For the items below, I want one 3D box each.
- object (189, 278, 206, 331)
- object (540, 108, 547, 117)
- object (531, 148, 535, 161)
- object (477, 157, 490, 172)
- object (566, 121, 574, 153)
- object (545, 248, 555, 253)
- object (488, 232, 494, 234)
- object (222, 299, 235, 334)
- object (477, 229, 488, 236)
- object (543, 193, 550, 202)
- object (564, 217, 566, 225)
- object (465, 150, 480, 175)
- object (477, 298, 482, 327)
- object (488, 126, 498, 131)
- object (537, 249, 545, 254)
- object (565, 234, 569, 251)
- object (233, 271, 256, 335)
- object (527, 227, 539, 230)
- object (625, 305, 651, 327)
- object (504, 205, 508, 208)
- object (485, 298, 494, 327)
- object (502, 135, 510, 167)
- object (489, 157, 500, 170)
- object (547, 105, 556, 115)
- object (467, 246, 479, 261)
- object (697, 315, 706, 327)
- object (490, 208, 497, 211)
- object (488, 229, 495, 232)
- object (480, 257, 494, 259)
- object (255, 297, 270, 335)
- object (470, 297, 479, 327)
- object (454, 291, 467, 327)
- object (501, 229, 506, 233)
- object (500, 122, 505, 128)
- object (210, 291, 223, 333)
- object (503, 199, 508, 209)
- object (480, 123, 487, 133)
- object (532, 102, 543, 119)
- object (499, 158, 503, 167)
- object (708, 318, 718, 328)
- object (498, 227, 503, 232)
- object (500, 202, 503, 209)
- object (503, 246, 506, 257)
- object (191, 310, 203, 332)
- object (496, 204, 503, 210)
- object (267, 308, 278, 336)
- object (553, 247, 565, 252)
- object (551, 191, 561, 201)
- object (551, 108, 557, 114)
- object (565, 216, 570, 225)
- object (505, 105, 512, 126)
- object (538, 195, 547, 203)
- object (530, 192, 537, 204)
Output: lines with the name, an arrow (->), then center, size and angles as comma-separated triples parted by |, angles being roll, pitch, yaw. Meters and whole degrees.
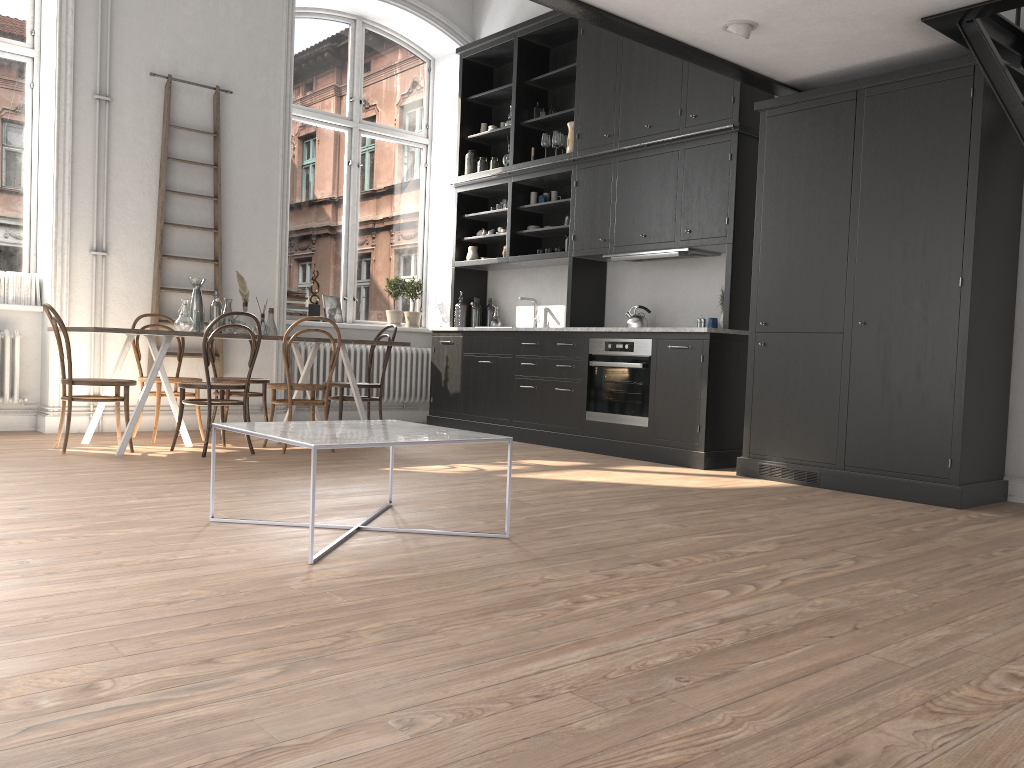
object -> -2.219, -0.549, 6.239 | 0.116, 0.383, 0.116 | 1, 3, -29
object -> 0.272, -2.344, 7.736 | 0.053, 0.125, 0.041 | 3, 2, 17
object -> 0.182, -1.991, 7.758 | 0.123, 0.161, 0.123 | 1, 2, -32
object -> -0.266, -2.021, 8.235 | 0.114, 0.155, 0.114 | 1, 3, -37
object -> 0.495, -2.016, 7.302 | 0.094, 0.267, 0.116 | 2, 2, 2
object -> 0.324, -1.125, 7.521 | 0.104, 0.059, 0.088 | 3, 2, 28
object -> -0.197, -1.401, 8.278 | 0.055, 0.033, 0.058 | 3, 2, 24
object -> -2.034, -0.481, 6.348 | 0.100, 0.255, 0.098 | 3, 2, 26
object -> -0.276, -1.424, 8.416 | 0.125, 0.100, 0.140 | 3, 2, 31
object -> 0.294, -1.619, 7.850 | 0.082, 0.135, 0.059 | 2, 2, -12
object -> 0.462, -1.364, 7.516 | 0.058, 0.094, 0.058 | 2, 2, -1
object -> -0.371, -2.069, 8.329 | 0.118, 0.238, 0.118 | 4, 3, 35
object -> -0.330, -0.674, 8.522 | 0.086, 0.301, 0.086 | 1, 2, -26
object -> -0.181, -2.367, 8.330 | 0.096, 0.095, 0.096 | 2, 2, -6
object -> 0.257, -1.131, 7.611 | 0.104, 0.059, 0.088 | 4, 2, 38
object -> 0.507, -1.179, 7.373 | 0.124, 0.192, 0.129 | 2, 2, -13
object -> -1.883, -0.568, 6.260 | 0.157, 0.446, 0.157 | 1, 2, -22
object -> -2.356, -0.512, 6.483 | 5.827, 1.843, 0.791 | 1, 3, -35
object -> 0.974, -0.519, 6.877 | 0.171, 0.186, 0.171 | 1, 2, -29
object -> -0.039, -1.593, 8.027 | 0.071, 0.047, 0.071 | 2, 2, -3
object -> -0.213, -0.668, 8.482 | 0.086, 0.301, 0.086 | 3, 2, 5
object -> -0.014, -2.101, 7.895 | 0.134, 0.358, 0.134 | 2, 2, 5
object -> -0.159, -2.012, 8.192 | 0.096, 0.150, 0.096 | 4, 3, 38
object -> 0.348, -2.370, 7.835 | 0.065, 0.177, 0.084 | 2, 2, -18
object -> -0.367, -1.222, 8.374 | 0.115, 0.144, 0.127 | 3, 2, 28
object -> 1.399, -0.449, 6.547 | 0.040, 0.116, 0.080 | 1, 3, -35
object -> -0.165, -1.604, 8.208 | 0.071, 0.047, 0.071 | 2, 2, -3
object -> -0.196, -1.421, 8.277 | 0.055, 0.047, 0.058 | 1, 2, -25
object -> -0.214, -1.159, 8.301 | 0.180, 0.037, 0.180 | 4, 2, 35
object -> -1.808, -0.488, 6.432 | 0.106, 0.283, 0.107 | 4, 3, 45
object -> -0.352, -0.671, 8.400 | 0.086, 0.301, 0.086 | 4, 3, 35
object -> -0.484, -0.702, 8.371 | 0.109, 0.349, 0.109 | 4, 3, 31
object -> -0.082, -1.383, 8.097 | 0.049, 0.054, 0.039 | 2, 2, -15
object -> -0.077, -2.382, 8.318 | 0.059, 0.135, 0.082 | 2, 2, -17
object -> -2.073, -0.502, 6.219 | 0.086, 0.301, 0.086 | 4, 3, 35
object -> -0.059, -1.626, 8.093 | 0.060, 0.107, 0.060 | 2, 2, -13
object -> -0.268, -2.392, 8.395 | 0.059, 0.135, 0.082 | 2, 2, -12
object -> 0.225, -2.386, 7.809 | 0.084, 0.199, 0.065 | 2, 2, -18
object -> -0.127, -2.028, 8.336 | 0.092, 0.184, 0.092 | 3, 2, 15
object -> 1.455, -0.433, 6.446 | 0.082, 0.094, 0.140 | 4, 3, 40
object -> -0.107, -1.411, 8.159 | 0.039, 0.055, 0.049 | 2, 2, -20
object -> -0.088, -1.632, 8.231 | 0.060, 0.107, 0.060 | 3, 2, 17
object -> -0.049, -1.186, 7.974 | 0.069, 0.123, 0.173 | 2, 2, -8
object -> -2.182, -0.431, 6.131 | 0.083, 0.158, 0.083 | 0, 3, -45
object -> -0.116, -1.611, 8.141 | 0.064, 0.069, 0.064 | 3, 2, 7
object -> -1.781, -0.456, 6.556 | 0.101, 0.212, 0.101 | 2, 2, -1
object -> 0.404, -1.119, 7.458 | 0.104, 0.059, 0.088 | 1, 2, -32
object -> 0.379, -1.612, 7.740 | 0.082, 0.135, 0.059 | 4, 3, 33
object -> 0.363, -2.339, 7.729 | 0.044, 0.121, 0.058 | 2, 2, -13
object -> 0.467, -1.361, 7.443 | 0.058, 0.094, 0.058 | 2, 2, -1
object -> 0.003, -2.414, 8.058 | 0.132, 0.219, 0.132 | 3, 2, 24
object -> 0.266, -1.595, 7.746 | 0.082, 0.094, 0.140 | 3, 2, 15
object -> 0.196, -1.622, 7.837 | 0.059, 0.135, 0.082 | 3, 2, 18
